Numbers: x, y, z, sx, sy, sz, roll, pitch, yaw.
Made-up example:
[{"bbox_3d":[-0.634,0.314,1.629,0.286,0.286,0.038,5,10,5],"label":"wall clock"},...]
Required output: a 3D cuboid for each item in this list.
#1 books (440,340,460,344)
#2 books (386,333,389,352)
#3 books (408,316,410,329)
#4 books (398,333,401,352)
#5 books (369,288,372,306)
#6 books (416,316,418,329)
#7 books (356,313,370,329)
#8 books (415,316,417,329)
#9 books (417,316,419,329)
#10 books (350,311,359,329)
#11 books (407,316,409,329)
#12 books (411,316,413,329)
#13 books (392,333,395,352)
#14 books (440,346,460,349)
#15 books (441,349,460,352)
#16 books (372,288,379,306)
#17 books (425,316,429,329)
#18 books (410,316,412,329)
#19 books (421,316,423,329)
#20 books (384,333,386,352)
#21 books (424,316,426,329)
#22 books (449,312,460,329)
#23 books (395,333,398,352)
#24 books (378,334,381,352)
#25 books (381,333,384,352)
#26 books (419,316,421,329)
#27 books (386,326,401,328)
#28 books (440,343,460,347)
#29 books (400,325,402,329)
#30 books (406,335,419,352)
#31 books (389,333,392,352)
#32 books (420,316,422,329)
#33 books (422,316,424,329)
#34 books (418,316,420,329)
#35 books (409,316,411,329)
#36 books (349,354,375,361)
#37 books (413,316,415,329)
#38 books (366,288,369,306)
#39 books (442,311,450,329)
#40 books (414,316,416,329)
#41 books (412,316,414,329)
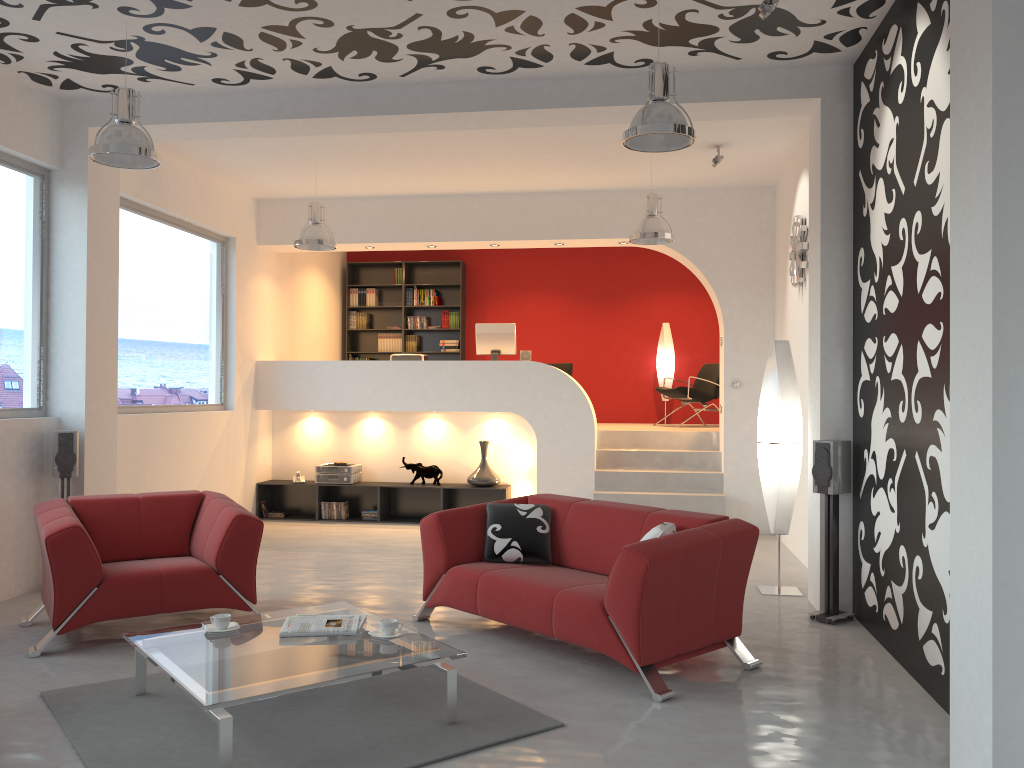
[{"bbox_3d":[-0.847,-0.579,12.295,0.260,0.040,0.200,0,-1,8],"label":"books"},{"bbox_3d":[-1.717,-0.572,12.447,0.040,0.260,0.200,0,-1,8],"label":"books"},{"bbox_3d":[-1.429,-0.852,12.429,0.031,0.190,0.135,0,-1,8],"label":"books"},{"bbox_3d":[-1.556,-0.572,12.423,0.040,0.260,0.200,0,-1,8],"label":"books"},{"bbox_3d":[-1.963,-1.206,12.490,0.040,0.260,0.200,0,-1,8],"label":"books"},{"bbox_3d":[-1.310,-0.851,12.411,0.031,0.190,0.135,0,-1,8],"label":"books"},{"bbox_3d":[-2.103,-0.880,12.518,0.146,0.240,0.170,0,-1,8],"label":"books"},{"bbox_3d":[-1.325,-0.851,12.414,0.031,0.190,0.135,0,-1,8],"label":"books"},{"bbox_3d":[-1.295,-0.851,12.409,0.031,0.190,0.135,0,-1,8],"label":"books"},{"bbox_3d":[-2.222,-0.888,12.536,0.090,0.256,0.181,0,-1,8],"label":"books"},{"bbox_3d":[-1.444,-0.852,12.431,0.031,0.190,0.135,0,-1,8],"label":"books"},{"bbox_3d":[-1.385,-0.852,12.422,0.031,0.190,0.135,0,-1,8],"label":"books"},{"bbox_3d":[-1.636,-0.572,12.435,0.040,0.260,0.200,0,-1,8],"label":"books"},{"bbox_3d":[-0.851,-0.499,12.305,0.260,0.040,0.200,0,-1,8],"label":"books"},{"bbox_3d":[-0.833,-0.459,12.305,0.260,0.040,0.200,0,-1,10],"label":"books"},{"bbox_3d":[-1.923,-1.206,12.485,0.040,0.260,0.200,0,-1,8],"label":"books"},{"bbox_3d":[-1.192,-0.851,12.394,0.031,0.190,0.135,0,-1,8],"label":"books"},{"bbox_3d":[-1.399,-0.852,12.424,0.031,0.190,0.135,0,-1,8],"label":"books"},{"bbox_3d":[-1.236,-0.851,12.401,0.031,0.190,0.135,0,-1,8],"label":"books"},{"bbox_3d":[-1.757,-0.573,12.452,0.040,0.260,0.200,0,-1,8],"label":"books"},{"bbox_3d":[-1.206,-0.851,12.396,0.031,0.190,0.135,0,-1,8],"label":"books"},{"bbox_3d":[-0.788,-0.874,12.328,0.146,0.240,0.170,0,-1,8],"label":"books"},{"bbox_3d":[-1.596,-0.572,12.429,0.040,0.260,0.200,0,-1,8],"label":"books"},{"bbox_3d":[-1.837,-0.573,12.464,0.040,0.260,0.200,0,-1,8],"label":"books"},{"bbox_3d":[-1.797,-0.573,12.458,0.040,0.260,0.200,0,-1,8],"label":"books"},{"bbox_3d":[-1.266,-0.851,12.405,0.031,0.190,0.135,0,-1,8],"label":"books"},{"bbox_3d":[-1.661,-0.795,12.462,0.190,0.015,0.135,0,-1,8],"label":"books"},{"bbox_3d":[-0.856,-0.539,12.305,0.260,0.040,0.200,0,-1,8],"label":"books"},{"bbox_3d":[-1.519,-0.850,12.442,0.063,0.187,0.135,0,-1,8],"label":"books"},{"bbox_3d":[-1.389,-0.561,12.411,0.146,0.240,0.170,0,-1,8],"label":"books"},{"bbox_3d":[-1.676,-0.572,12.441,0.040,0.260,0.200,0,-1,8],"label":"books"},{"bbox_3d":[-1.251,-0.851,12.403,0.031,0.190,0.135,0,-1,8],"label":"books"},{"bbox_3d":[-1.221,-0.851,12.399,0.031,0.190,0.135,0,-1,8],"label":"books"},{"bbox_3d":[-1.281,-0.851,12.407,0.031,0.190,0.135,0,-1,8],"label":"books"},{"bbox_3d":[-1.414,-0.852,12.427,0.031,0.190,0.135,0,-1,8],"label":"books"},{"bbox_3d":[-2.106,-0.271,12.488,0.341,0.286,0.231,0,-1,8],"label":"books"},{"bbox_3d":[-1.355,-0.852,12.418,0.031,0.190,0.135,0,-1,8],"label":"books"},{"bbox_3d":[-2.003,-1.206,12.496,0.040,0.260,0.200,0,-1,8],"label":"books"},{"bbox_3d":[-0.907,-0.883,12.346,0.090,0.256,0.181,0,-1,8],"label":"books"},{"bbox_3d":[-1.340,-0.852,12.416,0.031,0.190,0.135,0,-1,8],"label":"books"},{"bbox_3d":[-1.370,-0.852,12.420,0.031,0.190,0.135,0,-1,8],"label":"books"}]
